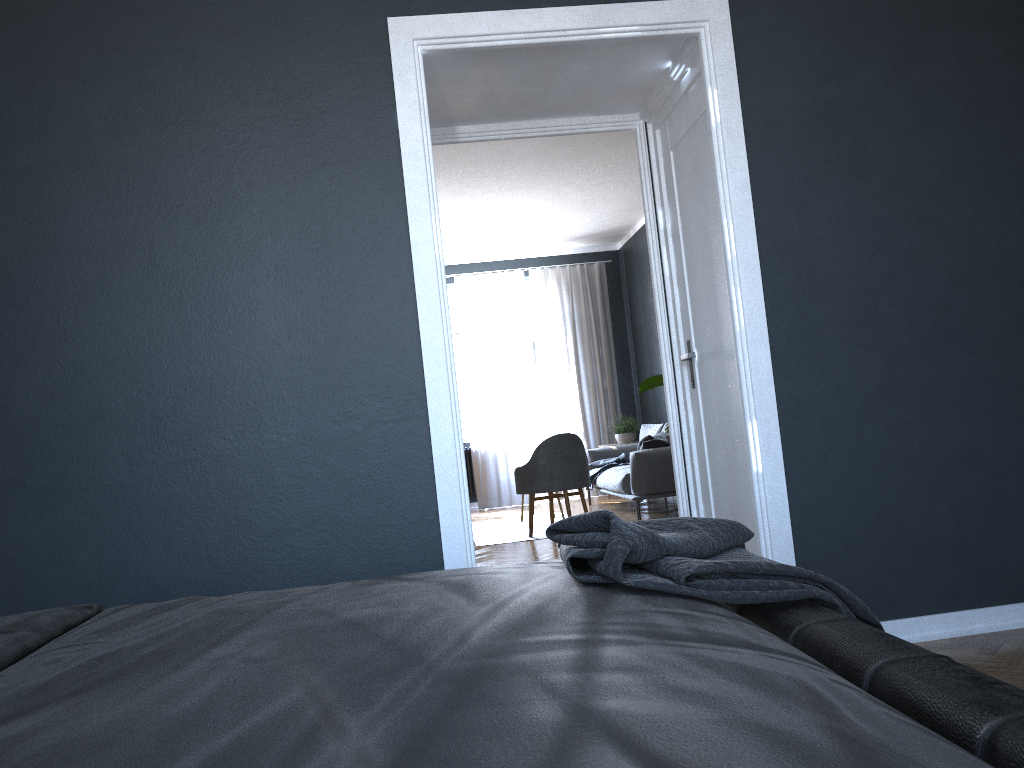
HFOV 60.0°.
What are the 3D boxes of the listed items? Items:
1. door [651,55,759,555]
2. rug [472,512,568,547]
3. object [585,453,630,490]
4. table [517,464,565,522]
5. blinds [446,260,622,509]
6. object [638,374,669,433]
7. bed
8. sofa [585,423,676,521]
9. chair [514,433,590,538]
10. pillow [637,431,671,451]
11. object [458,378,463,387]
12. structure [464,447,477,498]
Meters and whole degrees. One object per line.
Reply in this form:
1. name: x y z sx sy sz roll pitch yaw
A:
1. door: 0.825 -0.132 3.538 0.162 2.185 0.857 -6 -2 -6
2. rug: 0.126 1.289 7.986 1.003 0.013 2.013 -6 -3 -6
3. object: 0.957 0.878 9.011 0.490 0.329 0.667 -6 -3 -1
4. table: 0.254 1.010 8.148 0.339 0.549 0.788 -6 -3 -6
5. blinds: -0.635 0.100 10.502 3.992 2.787 0.312 -6 -2 -6
6. object: 1.382 0.047 5.097 1.118 1.897 0.764 -6 -2 -12
7. bed: -0.590 0.405 1.097 2.374 1.161 2.267 -6 -3 -6
8. sofa: 1.311 0.786 8.468 0.970 0.797 2.342 -6 -3 -6
9. chair: 0.382 0.811 7.233 0.644 0.810 0.495 -5 -3 -27
10. pillow: 1.297 0.574 7.851 0.442 0.361 0.798 -7 -3 12
11. object: -0.873 0.287 10.561 0.514 0.809 0.600 -5 -3 -31
12. structure: -1.225 1.123 10.460 1.846 0.600 0.216 -6 -2 -6
